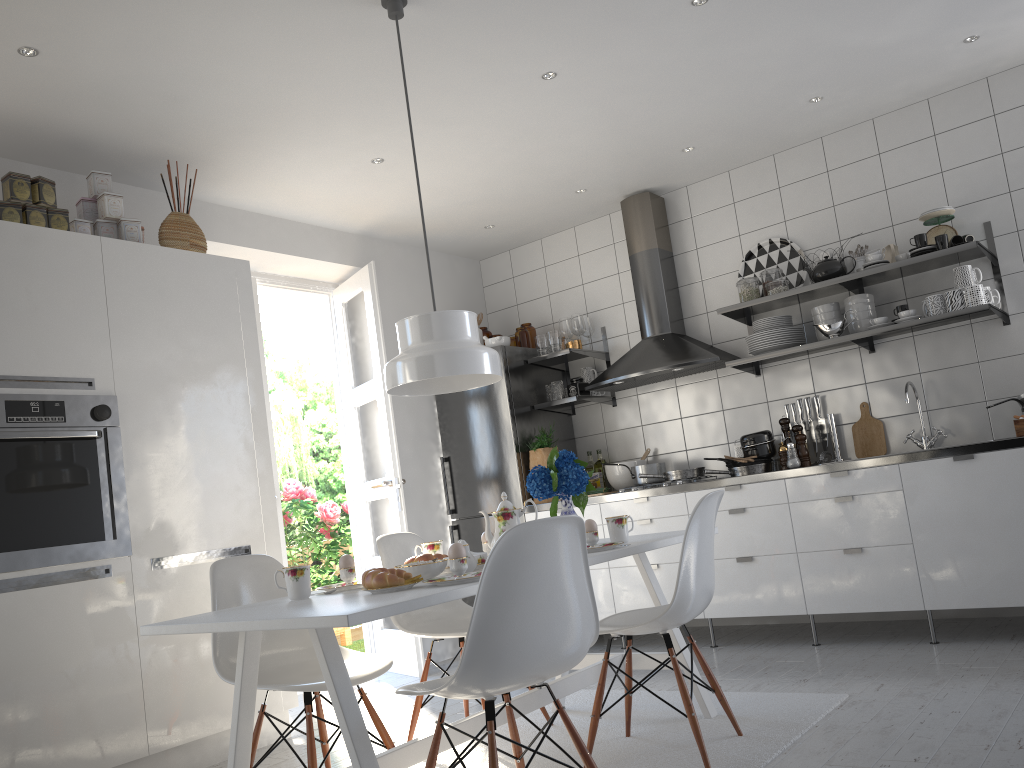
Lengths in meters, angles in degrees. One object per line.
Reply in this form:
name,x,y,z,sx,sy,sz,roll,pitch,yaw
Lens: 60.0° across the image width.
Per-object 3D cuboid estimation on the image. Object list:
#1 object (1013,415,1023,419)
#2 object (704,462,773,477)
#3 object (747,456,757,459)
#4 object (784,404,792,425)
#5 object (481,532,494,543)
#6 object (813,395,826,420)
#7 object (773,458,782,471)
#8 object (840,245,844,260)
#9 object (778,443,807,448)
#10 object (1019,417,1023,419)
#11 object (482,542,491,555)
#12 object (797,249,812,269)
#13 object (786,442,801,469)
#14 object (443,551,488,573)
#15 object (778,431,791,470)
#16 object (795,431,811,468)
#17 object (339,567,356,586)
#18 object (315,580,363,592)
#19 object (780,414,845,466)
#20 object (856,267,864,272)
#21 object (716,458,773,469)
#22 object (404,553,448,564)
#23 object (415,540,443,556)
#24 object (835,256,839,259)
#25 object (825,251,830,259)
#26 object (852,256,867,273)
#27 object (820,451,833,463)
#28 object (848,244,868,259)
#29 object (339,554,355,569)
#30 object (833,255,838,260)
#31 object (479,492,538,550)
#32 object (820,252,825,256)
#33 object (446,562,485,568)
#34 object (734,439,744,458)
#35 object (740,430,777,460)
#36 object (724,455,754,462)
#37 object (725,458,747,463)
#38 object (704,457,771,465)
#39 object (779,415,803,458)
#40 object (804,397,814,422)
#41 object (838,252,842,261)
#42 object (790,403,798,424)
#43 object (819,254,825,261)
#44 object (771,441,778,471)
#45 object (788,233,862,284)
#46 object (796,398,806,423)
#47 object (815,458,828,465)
object,2.212,0.162,3.714,0.030,0.093,0.218,-5,-8,-27
object,1.204,0.458,4.697,0.352,0.060,0.233,-10,-8,15
object,1.214,0.398,4.637,0.065,0.021,0.338,-8,-8,0
object,1.503,0.167,4.822,0.028,0.114,0.019,-12,-7,32
object,-0.087,0.565,3.222,0.048,0.062,0.048,-14,-9,41
object,1.637,0.125,4.718,0.046,0.131,0.022,-13,-8,40
object,1.427,0.436,4.786,0.066,0.067,0.053,-8,-7,-3
object,1.702,-0.608,4.619,0.086,0.225,0.027,-10,-6,20
object,1.494,0.377,4.710,0.115,0.144,0.128,-6,-7,-14
object,2.160,0.161,3.730,0.048,0.048,0.049,-2,-9,-42
object,-0.082,0.602,3.218,0.048,0.057,0.048,-6,-7,-13
object,1.566,-0.596,4.635,0.114,0.249,0.021,-13,-8,41
object,1.420,0.361,4.489,0.069,0.134,0.069,-10,-6,17
object,-0.146,0.540,2.761,0.187,0.083,0.140,-14,-9,36
object,1.408,0.343,4.556,0.081,0.191,0.058,-11,-7,26
object,1.484,0.332,4.524,0.058,0.183,0.059,-5,-7,-25
object,-0.495,0.584,2.678,0.048,0.057,0.048,-6,-7,-13
object,-0.492,0.610,2.676,0.200,0.016,0.202,-7,-8,-8
object,1.599,0.312,4.748,0.323,0.259,0.067,-13,-8,37
object,1.754,-0.552,4.397,0.079,0.047,0.082,-9,-8,11
object,1.202,0.419,4.671,0.347,0.082,0.244,-6,-8,-12
object,-0.277,0.581,2.888,0.161,0.057,0.124,-8,-8,2
object,-0.276,0.595,3.069,0.078,0.095,0.091,-13,-8,35
object,1.674,-0.581,4.638,0.153,0.186,0.029,-2,-8,-39
object,1.685,-0.598,4.674,0.025,0.226,0.086,-9,-6,6
object,1.790,-0.582,4.520,0.084,0.129,0.084,-10,-7,15
object,1.653,0.386,4.656,0.070,0.068,0.029,-14,-9,42
object,1.785,-0.622,4.537,0.105,0.202,0.077,-12,-7,35
object,-0.500,0.547,2.681,0.048,0.062,0.048,-14,-9,41
object,1.684,-0.584,4.617,0.081,0.186,0.023,-2,-8,-44
object,-0.007,0.471,2.939,0.140,0.229,0.150,-4,-8,-35
object,1.663,-0.594,4.699,0.029,0.231,0.063,-11,-6,25
object,-0.132,0.548,2.688,0.180,0.001,0.022,-9,-8,11
object,1.295,0.405,4.923,0.101,0.200,0.081,-11,-7,27
object,1.296,0.328,4.672,0.190,0.158,0.198,-8,-7,-2
object,1.180,0.389,4.619,0.059,0.060,0.336,-7,-8,-5
object,1.165,0.398,4.617,0.064,0.044,0.336,-8,-8,3
object,1.210,0.403,4.664,0.356,0.080,0.247,0,-11,-45
object,1.466,0.298,4.615,0.124,0.281,0.061,-13,-8,42
object,1.593,0.135,4.752,0.033,0.131,0.022,-13,-8,41
object,1.679,-0.586,4.583,0.090,0.180,0.023,-9,-6,10
object,1.531,0.160,4.800,0.028,0.114,0.019,-12,-7,32
object,1.658,-0.590,4.679,0.028,0.219,0.101,-9,-6,8
object,1.408,0.386,4.897,0.080,0.200,0.101,-4,-7,-33
object,1.650,-0.623,4.629,0.378,0.278,0.198,-10,-7,19
object,1.560,0.144,4.777,0.033,0.131,0.022,-13,-8,41
object,1.610,0.403,4.605,0.073,0.031,0.070,-14,-9,36
